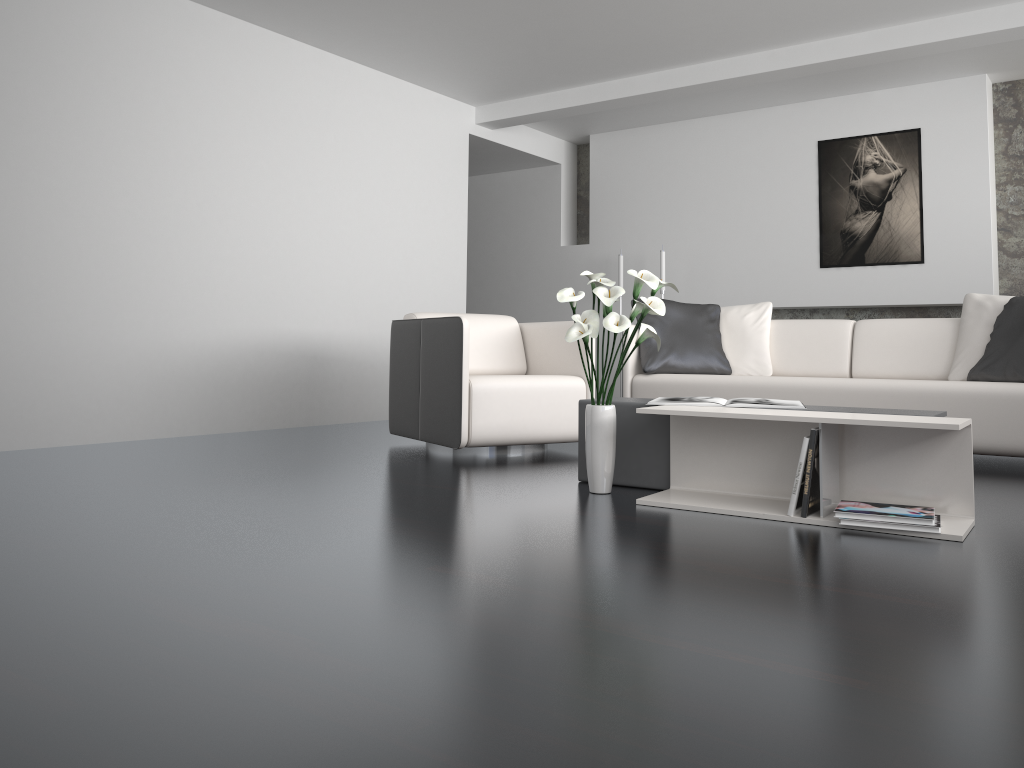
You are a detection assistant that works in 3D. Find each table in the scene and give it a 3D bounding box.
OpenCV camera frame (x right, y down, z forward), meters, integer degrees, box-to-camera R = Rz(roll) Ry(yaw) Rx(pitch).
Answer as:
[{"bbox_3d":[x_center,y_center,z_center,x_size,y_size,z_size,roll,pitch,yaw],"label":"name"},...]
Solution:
[{"bbox_3d":[0.862,0.235,3.188,1.257,0.316,0.297,2,-1,34],"label":"table"},{"bbox_3d":[0.898,0.250,2.784,0.968,0.316,0.297,2,-1,33],"label":"table"}]

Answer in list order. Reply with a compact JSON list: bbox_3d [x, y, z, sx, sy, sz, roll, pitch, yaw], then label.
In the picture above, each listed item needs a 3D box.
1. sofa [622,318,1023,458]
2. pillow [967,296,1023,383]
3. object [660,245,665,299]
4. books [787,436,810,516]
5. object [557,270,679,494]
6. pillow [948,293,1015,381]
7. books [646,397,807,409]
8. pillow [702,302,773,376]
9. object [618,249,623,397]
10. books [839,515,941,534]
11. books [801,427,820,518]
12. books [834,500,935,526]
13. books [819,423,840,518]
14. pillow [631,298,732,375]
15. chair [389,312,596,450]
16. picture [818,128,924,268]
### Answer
[{"bbox_3d":[1.804,-0.032,4.759,2.238,0.665,0.916,2,0,33],"label":"sofa"},{"bbox_3d":[2.464,-0.214,4.167,0.333,0.439,0.549,1,-1,-9],"label":"pillow"},{"bbox_3d":[1.240,-0.454,7.239,0.180,1.407,0.179,-3,-6,36],"label":"object"},{"bbox_3d":[0.918,0.275,2.728,0.069,0.240,0.226,-2,-3,34],"label":"books"},{"bbox_3d":[0.370,-0.010,3.088,0.377,0.803,0.444,-1,-3,19],"label":"object"},{"bbox_3d":[2.537,-0.220,4.432,0.587,0.511,0.297,0,-3,40],"label":"pillow"},{"bbox_3d":[0.791,0.066,3.251,0.548,0.017,0.357,1,2,16],"label":"books"},{"bbox_3d":[1.269,-0.247,5.246,0.584,0.503,0.321,0,-3,25],"label":"pillow"},{"bbox_3d":[0.936,-0.470,7.582,0.180,1.407,0.179,-3,-6,36],"label":"object"},{"bbox_3d":[1.101,0.394,2.562,0.263,0.017,0.212,2,2,26],"label":"books"},{"bbox_3d":[0.945,0.263,2.714,0.050,0.265,0.233,-2,-3,34],"label":"books"},{"bbox_3d":[1.097,0.376,2.588,0.263,0.017,0.226,2,2,26],"label":"books"},{"bbox_3d":[0.979,0.254,2.715,0.007,0.286,0.204,-2,-4,34],"label":"books"},{"bbox_3d":[0.991,-0.277,5.114,0.565,0.453,0.276,1,-3,-10],"label":"pillow"},{"bbox_3d":[-0.132,-0.049,4.608,0.766,0.666,0.917,1,0,-30],"label":"chair"},{"bbox_3d":[2.697,-1.390,6.651,0.745,1.013,0.004,-1,-5,35],"label":"picture"}]
